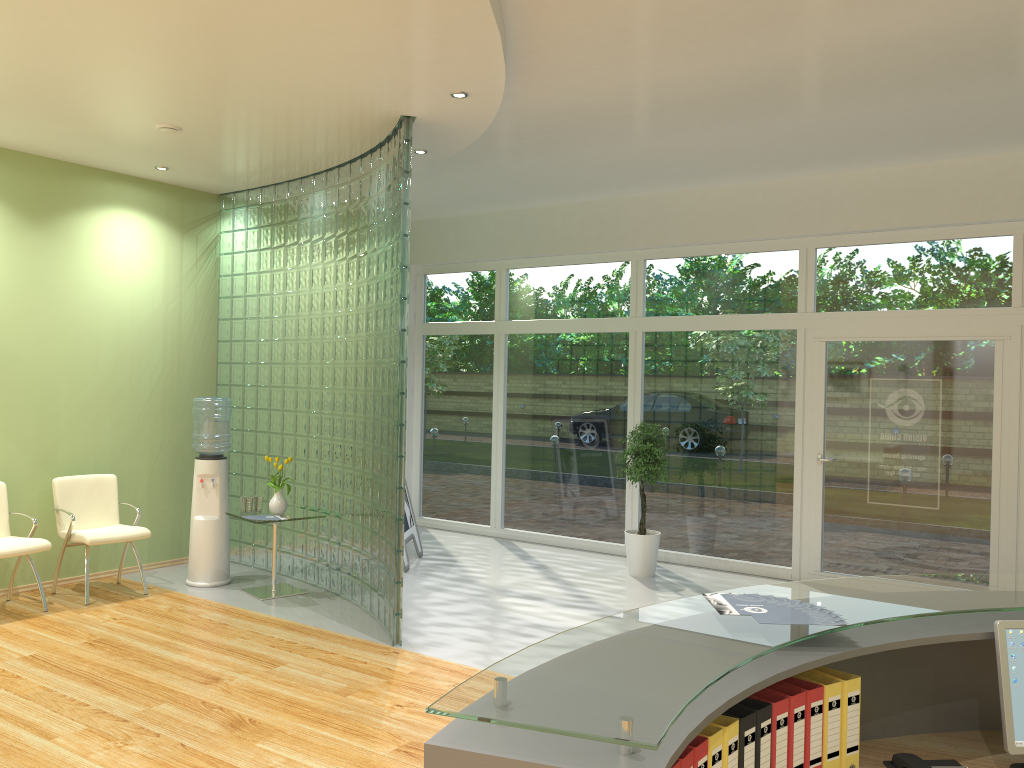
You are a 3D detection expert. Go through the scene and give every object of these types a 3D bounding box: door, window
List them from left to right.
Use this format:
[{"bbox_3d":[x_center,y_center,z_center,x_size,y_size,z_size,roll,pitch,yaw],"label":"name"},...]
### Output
[{"bbox_3d":[2.739,0.226,7.622,9.401,3.000,0.092,1,0,35],"label":"window"},{"bbox_3d":[3.219,0.637,7.276,1.500,2.200,0.218,1,0,35],"label":"door"}]

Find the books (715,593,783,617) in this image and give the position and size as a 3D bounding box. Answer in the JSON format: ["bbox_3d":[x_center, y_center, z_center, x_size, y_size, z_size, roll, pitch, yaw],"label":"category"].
[{"bbox_3d":[0.599,0.560,2.258,0.150,0.004,0.210,1,0,10],"label":"books"}]

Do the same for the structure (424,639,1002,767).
[{"bbox_3d":[1.880,1.193,1.738,3.673,1.049,1.837,1,0,20],"label":"structure"}]

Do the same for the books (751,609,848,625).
[{"bbox_3d":[0.686,0.562,2.155,0.210,0.004,0.150,1,0,0],"label":"books"}]

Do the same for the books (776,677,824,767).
[{"bbox_3d":[0.648,0.849,2.162,0.063,0.282,0.231,1,0,-31],"label":"books"}]

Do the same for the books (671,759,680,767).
[{"bbox_3d":[0.204,0.841,1.695,0.231,0.282,0.063,1,0,36],"label":"books"}]

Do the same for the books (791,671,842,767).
[{"bbox_3d":[0.707,0.850,2.202,0.063,0.282,0.231,1,0,-29],"label":"books"}]

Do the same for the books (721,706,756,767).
[{"bbox_3d":[0.412,0.844,1.954,0.233,0.282,0.062,1,0,35],"label":"books"}]

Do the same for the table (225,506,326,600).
[{"bbox_3d":[-1.861,1.324,6.955,0.581,0.614,0.581,1,0,-41],"label":"table"}]

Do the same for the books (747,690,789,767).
[{"bbox_3d":[0.534,0.846,2.073,0.063,0.282,0.231,1,0,-36],"label":"books"}]

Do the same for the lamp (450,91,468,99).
[{"bbox_3d":[-0.306,-1.675,5.145,0.105,0.011,0.105,1,0,-39],"label":"lamp"}]

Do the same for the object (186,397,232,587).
[{"bbox_3d":[-2.451,0.864,7.214,0.353,1.506,0.353,1,0,42],"label":"object"}]

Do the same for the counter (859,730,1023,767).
[{"bbox_3d":[1.864,1.026,1.684,3.444,0.018,1.723,1,0,20],"label":"counter"}]

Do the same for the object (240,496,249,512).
[{"bbox_3d":[-2.121,0.951,7.023,0.072,0.119,0.071,1,0,35],"label":"object"}]

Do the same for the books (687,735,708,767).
[{"bbox_3d":[0.285,0.842,1.811,0.231,0.282,0.063,1,0,41],"label":"books"}]

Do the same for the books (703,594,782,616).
[{"bbox_3d":[0.581,0.559,2.260,0.150,0.004,0.210,1,0,0],"label":"books"}]

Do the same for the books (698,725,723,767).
[{"bbox_3d":[0.314,0.843,1.846,0.233,0.282,0.062,1,0,29],"label":"books"}]

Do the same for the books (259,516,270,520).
[{"bbox_3d":[-1.836,1.016,6.731,0.150,0.004,0.210,1,0,-10],"label":"books"}]

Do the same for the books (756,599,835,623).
[{"bbox_3d":[0.672,0.562,2.207,0.210,0.004,0.150,1,0,-30],"label":"books"}]

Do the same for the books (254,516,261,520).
[{"bbox_3d":[-1.854,1.015,6.729,0.150,0.004,0.210,1,0,0],"label":"books"}]

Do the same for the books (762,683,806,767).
[{"bbox_3d":[0.587,0.847,2.118,0.063,0.282,0.231,1,0,-36],"label":"books"}]

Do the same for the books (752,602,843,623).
[{"bbox_3d":[0.680,0.562,2.191,0.210,0.004,0.150,1,0,-20],"label":"books"}]

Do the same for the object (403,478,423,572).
[{"bbox_3d":[-1.176,1.001,8.164,0.606,1.285,0.848,1,0,5],"label":"object"}]

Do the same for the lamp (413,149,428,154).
[{"bbox_3d":[-0.666,-1.687,6.452,0.105,0.011,0.105,1,0,-38],"label":"lamp"}]

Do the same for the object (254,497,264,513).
[{"bbox_3d":[-2.002,0.954,7.011,0.072,0.119,0.071,1,0,35],"label":"object"}]

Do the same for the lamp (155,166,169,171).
[{"bbox_3d":[-2.820,-1.735,7.144,0.105,0.011,0.105,1,0,16],"label":"lamp"}]

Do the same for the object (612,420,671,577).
[{"bbox_3d":[1.168,1.004,7.910,0.503,1.376,0.590,1,0,15],"label":"object"}]

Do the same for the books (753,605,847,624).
[{"bbox_3d":[0.685,0.562,2.173,0.210,0.004,0.150,1,0,-10],"label":"books"}]

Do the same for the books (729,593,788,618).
[{"bbox_3d":[0.617,0.560,2.253,0.150,0.004,0.210,1,0,20],"label":"books"}]

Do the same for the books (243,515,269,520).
[{"bbox_3d":[-1.921,1.014,6.754,0.150,0.004,0.210,1,0,40],"label":"books"}]

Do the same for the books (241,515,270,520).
[{"bbox_3d":[-1.934,1.014,6.767,0.210,0.004,0.150,1,0,-40],"label":"books"}]

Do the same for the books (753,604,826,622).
[{"bbox_3d":[0.662,0.561,2.222,0.210,0.004,0.150,1,0,-40],"label":"books"}]

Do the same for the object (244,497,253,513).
[{"bbox_3d":[-2.068,0.953,6.958,0.072,0.119,0.071,1,0,35],"label":"object"}]

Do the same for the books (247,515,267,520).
[{"bbox_3d":[-1.890,1.015,6.735,0.150,0.004,0.210,1,0,20],"label":"books"}]

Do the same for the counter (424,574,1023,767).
[{"bbox_3d":[1.891,0.630,1.736,3.674,0.078,1.837,1,0,20],"label":"counter"}]

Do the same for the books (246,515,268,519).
[{"bbox_3d":[-1.906,1.014,6.743,0.150,0.004,0.210,1,0,30],"label":"books"}]

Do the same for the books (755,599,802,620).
[{"bbox_3d":[0.634,0.561,2.246,0.150,0.004,0.210,1,0,30],"label":"books"}]

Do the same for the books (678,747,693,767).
[{"bbox_3d":[0.241,0.841,1.750,0.231,0.282,0.063,1,0,36],"label":"books"}]

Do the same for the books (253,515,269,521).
[{"bbox_3d":[-1.872,1.015,6.731,0.150,0.004,0.210,1,0,10],"label":"books"}]

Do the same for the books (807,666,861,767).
[{"bbox_3d":[0.747,0.850,2.222,0.062,0.282,0.233,1,0,-42],"label":"books"}]

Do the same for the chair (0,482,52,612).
[{"bbox_3d":[11.318,1.415,7.606,30.806,0.986,0.748,1,0,-5],"label":"chair"}]

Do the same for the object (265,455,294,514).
[{"bbox_3d":[-1.827,0.788,6.947,0.219,0.459,0.201,1,0,-25],"label":"object"}]

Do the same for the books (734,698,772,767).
[{"bbox_3d":[0.460,0.845,2.002,0.233,0.282,0.062,1,0,35],"label":"books"}]

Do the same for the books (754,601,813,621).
[{"bbox_3d":[0.649,0.561,2.235,0.150,0.004,0.210,1,0,40],"label":"books"}]

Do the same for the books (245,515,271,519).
[{"bbox_3d":[-1.945,1.014,6.782,0.210,0.004,0.150,1,0,-30],"label":"books"}]

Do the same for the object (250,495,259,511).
[{"bbox_3d":[-2.053,0.953,7.073,0.072,0.119,0.071,1,0,35],"label":"object"}]

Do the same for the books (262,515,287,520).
[{"bbox_3d":[-1.801,1.016,6.743,0.150,0.004,0.210,1,0,-30],"label":"books"}]

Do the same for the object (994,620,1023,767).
[{"bbox_3d":[1.428,0.804,2.222,0.411,0.405,0.206,1,0,-5],"label":"object"}]

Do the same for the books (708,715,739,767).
[{"bbox_3d":[0.360,0.843,1.899,0.233,0.282,0.062,1,0,30],"label":"books"}]

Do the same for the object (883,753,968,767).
[{"bbox_3d":[1.006,0.957,2.028,0.279,0.081,0.411,1,0,-5],"label":"object"}]

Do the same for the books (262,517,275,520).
[{"bbox_3d":[-1.818,1.016,6.735,0.150,0.004,0.210,1,0,-20],"label":"books"}]

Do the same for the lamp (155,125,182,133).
[{"bbox_3d":[-2.317,-1.714,5.983,0.167,0.024,0.167,1,0,18],"label":"lamp"}]

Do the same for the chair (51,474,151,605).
[{"bbox_3d":[-3.154,1.163,6.799,0.650,0.881,0.536,1,0,40],"label":"chair"}]
